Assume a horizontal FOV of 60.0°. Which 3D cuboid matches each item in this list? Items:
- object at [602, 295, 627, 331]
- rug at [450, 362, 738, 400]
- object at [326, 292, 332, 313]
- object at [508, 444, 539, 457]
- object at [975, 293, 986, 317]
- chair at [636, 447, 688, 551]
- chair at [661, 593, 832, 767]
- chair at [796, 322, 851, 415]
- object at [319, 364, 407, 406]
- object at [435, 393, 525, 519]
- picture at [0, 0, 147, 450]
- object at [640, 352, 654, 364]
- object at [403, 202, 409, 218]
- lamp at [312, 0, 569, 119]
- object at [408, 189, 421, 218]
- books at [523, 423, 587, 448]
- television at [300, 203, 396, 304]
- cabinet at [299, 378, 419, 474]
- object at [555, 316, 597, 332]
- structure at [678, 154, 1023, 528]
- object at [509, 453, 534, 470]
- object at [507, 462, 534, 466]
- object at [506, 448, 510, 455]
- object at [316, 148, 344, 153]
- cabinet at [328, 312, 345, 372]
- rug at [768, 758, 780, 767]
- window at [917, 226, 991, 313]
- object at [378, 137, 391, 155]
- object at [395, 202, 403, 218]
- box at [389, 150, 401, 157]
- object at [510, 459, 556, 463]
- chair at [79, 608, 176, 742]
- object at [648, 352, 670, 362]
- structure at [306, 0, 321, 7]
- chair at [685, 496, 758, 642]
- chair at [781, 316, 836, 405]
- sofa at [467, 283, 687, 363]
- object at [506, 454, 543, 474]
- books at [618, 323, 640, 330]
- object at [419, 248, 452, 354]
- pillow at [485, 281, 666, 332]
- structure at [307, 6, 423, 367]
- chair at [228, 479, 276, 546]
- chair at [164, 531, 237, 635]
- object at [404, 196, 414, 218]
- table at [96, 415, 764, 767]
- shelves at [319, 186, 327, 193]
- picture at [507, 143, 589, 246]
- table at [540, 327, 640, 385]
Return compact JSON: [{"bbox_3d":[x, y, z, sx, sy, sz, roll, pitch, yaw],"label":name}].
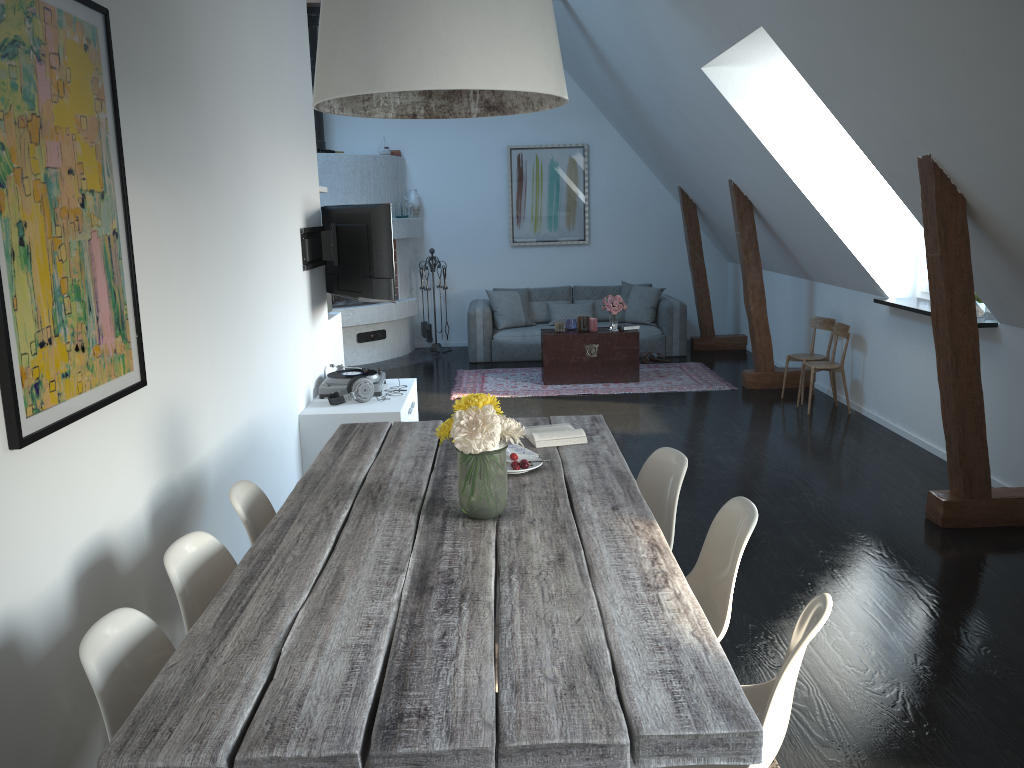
[{"bbox_3d":[0.982,-0.698,8.579,0.234,0.351,0.235,-11,15,-40],"label":"object"},{"bbox_3d":[0.731,-0.049,8.720,2.647,0.029,1.512,-2,11,-1],"label":"rug"},{"bbox_3d":[-1.580,-0.585,6.503,0.435,0.211,0.496,-2,11,-1],"label":"object"},{"bbox_3d":[-0.019,0.252,3.251,0.182,0.014,0.185,-7,12,-26],"label":"object"},{"bbox_3d":[2.730,-0.636,5.325,0.309,0.461,0.131,2,12,17],"label":"object"},{"bbox_3d":[0.350,0.653,3.183,0.542,0.801,0.465,-5,12,-14],"label":"chair"},{"bbox_3d":[0.456,0.862,2.108,0.542,0.801,0.465,4,12,25],"label":"chair"},{"bbox_3d":[2.501,-0.127,7.092,0.342,0.696,0.329,-2,11,1],"label":"chair"},{"bbox_3d":[-0.971,-0.014,5.801,0.558,0.162,0.742,-2,11,-3],"label":"object"},{"bbox_3d":[-0.093,0.206,2.582,0.233,0.365,0.293,-8,13,-29],"label":"object"},{"bbox_3d":[-1.235,-0.496,2.447,0.036,1.181,0.808,-2,11,-1],"label":"picture"},{"bbox_3d":[1.453,-0.285,9.608,0.101,0.090,0.277,-4,11,-12],"label":"object"},{"bbox_3d":[-1.251,-2.023,10.318,0.092,0.180,0.092,3,12,22],"label":"object"},{"bbox_3d":[-0.255,-2.139,2.150,0.757,2.813,0.697,-11,15,-40],"label":"lamp"},{"bbox_3d":[-1.175,-2.147,10.626,0.165,0.368,0.165,-8,13,-28],"label":"object"},{"bbox_3d":[0.161,0.191,3.472,0.202,0.042,0.251,-4,11,-12],"label":"books"},{"bbox_3d":[-1.257,-0.852,5.875,0.537,0.652,1.005,-10,14,-35],"label":"television"},{"bbox_3d":[-0.954,0.318,5.833,0.623,0.507,1.069,-2,11,-1],"label":"cabinet"},{"bbox_3d":[0.630,-0.587,8.627,0.413,0.138,0.215,0,11,11],"label":"object"},{"bbox_3d":[2.503,-0.182,4.172,1.023,1.963,12.350,-2,11,-1],"label":"structure"},{"bbox_3d":[-0.009,0.273,3.061,0.132,0.034,0.144,-8,13,-28],"label":"object"},{"bbox_3d":[0.021,0.277,3.074,0.110,0.011,0.058,-1,11,3],"label":"object"},{"bbox_3d":[-0.103,0.250,3.266,0.182,0.016,0.179,-3,11,-6],"label":"object"},{"bbox_3d":[-2.189,-2.516,9.514,0.783,0.094,0.311,-5,12,-15],"label":"object"},{"bbox_3d":[-1.741,-0.035,6.666,0.869,0.921,0.638,-2,11,-1],"label":"cabinet"},{"bbox_3d":[-0.146,1.136,2.835,1.898,0.022,2.677,-2,11,-1],"label":"rug"},{"bbox_3d":[0.034,-2.140,3.584,5.959,4.249,8.018,-2,11,-1],"label":"window"},{"bbox_3d":[-1.479,-2.757,10.288,0.066,0.221,0.231,5,13,29],"label":"object"},{"bbox_3d":[-1.294,-1.992,10.165,0.092,0.180,0.092,4,13,27],"label":"object"},{"bbox_3d":[-1.442,-2.734,10.541,0.229,0.078,0.127,-2,11,-1],"label":"box"},{"bbox_3d":[0.058,0.269,3.078,0.194,0.022,0.019,1,12,14],"label":"object"},{"bbox_3d":[-0.635,0.912,2.018,0.542,0.801,0.465,-2,11,0],"label":"chair"},{"bbox_3d":[1.609,-0.296,9.643,0.101,0.090,0.277,-12,15,-43],"label":"object"},{"bbox_3d":[-2.677,-3.085,5.213,10.230,3.562,15.910,-1,11,5],"label":"structure"},{"bbox_3d":[0.449,0.751,2.674,0.542,0.801,0.465,-2,11,0],"label":"chair"},{"bbox_3d":[2.513,-0.206,7.488,0.342,0.696,0.329,-5,12,-17],"label":"chair"},{"bbox_3d":[0.718,-0.744,10.310,2.458,0.770,1.107,-2,11,-1],"label":"sofa"},{"bbox_3d":[0.004,0.282,3.074,0.205,0.024,0.205,-3,11,-9],"label":"object"},{"bbox_3d":[1.113,-0.563,8.695,0.179,0.034,0.243,-6,12,-22],"label":"books"},{"bbox_3d":[-0.934,-1.005,10.665,0.376,1.245,0.376,-6,12,-20],"label":"object"},{"bbox_3d":[0.735,-0.899,10.181,2.075,0.515,0.444,-2,11,-1],"label":"pillow"},{"bbox_3d":[-2.658,-2.682,10.521,3.058,4.752,3.049,0,11,8],"label":"structure"},{"bbox_3d":[-0.641,0.716,3.008,0.542,0.801,0.465,-3,11,-5],"label":"chair"},{"bbox_3d":[-0.643,0.820,2.483,0.542,0.801,0.465,-1,11,5],"label":"chair"},{"bbox_3d":[-1.212,-2.089,10.453,0.081,0.258,0.150,5,13,32],"label":"object"},{"bbox_3d":[-0.144,0.761,2.742,1.141,0.788,2.421,-2,11,-1],"label":"table"},{"bbox_3d":[-2.160,-1.362,6.303,1.604,0.038,0.478,-2,11,-1],"label":"shelves"},{"bbox_3d":[0.437,-2.286,10.734,0.965,1.185,0.025,-2,11,-1],"label":"picture"},{"bbox_3d":[0.754,-0.281,8.652,0.962,0.492,0.471,-2,11,-1],"label":"table"}]
